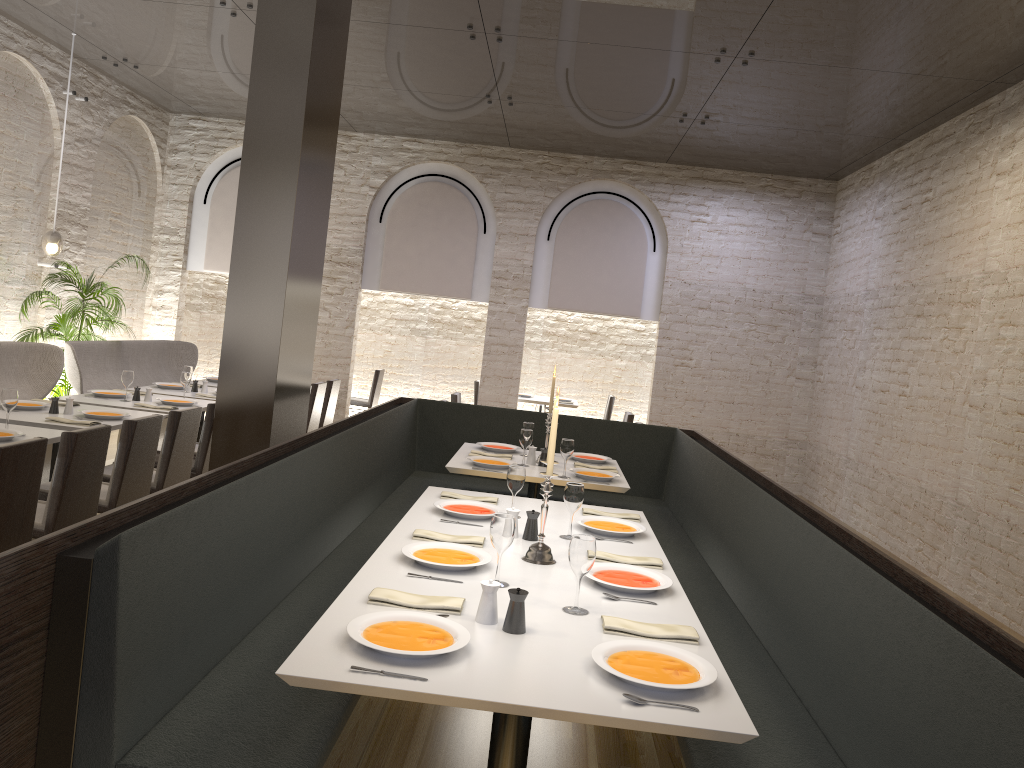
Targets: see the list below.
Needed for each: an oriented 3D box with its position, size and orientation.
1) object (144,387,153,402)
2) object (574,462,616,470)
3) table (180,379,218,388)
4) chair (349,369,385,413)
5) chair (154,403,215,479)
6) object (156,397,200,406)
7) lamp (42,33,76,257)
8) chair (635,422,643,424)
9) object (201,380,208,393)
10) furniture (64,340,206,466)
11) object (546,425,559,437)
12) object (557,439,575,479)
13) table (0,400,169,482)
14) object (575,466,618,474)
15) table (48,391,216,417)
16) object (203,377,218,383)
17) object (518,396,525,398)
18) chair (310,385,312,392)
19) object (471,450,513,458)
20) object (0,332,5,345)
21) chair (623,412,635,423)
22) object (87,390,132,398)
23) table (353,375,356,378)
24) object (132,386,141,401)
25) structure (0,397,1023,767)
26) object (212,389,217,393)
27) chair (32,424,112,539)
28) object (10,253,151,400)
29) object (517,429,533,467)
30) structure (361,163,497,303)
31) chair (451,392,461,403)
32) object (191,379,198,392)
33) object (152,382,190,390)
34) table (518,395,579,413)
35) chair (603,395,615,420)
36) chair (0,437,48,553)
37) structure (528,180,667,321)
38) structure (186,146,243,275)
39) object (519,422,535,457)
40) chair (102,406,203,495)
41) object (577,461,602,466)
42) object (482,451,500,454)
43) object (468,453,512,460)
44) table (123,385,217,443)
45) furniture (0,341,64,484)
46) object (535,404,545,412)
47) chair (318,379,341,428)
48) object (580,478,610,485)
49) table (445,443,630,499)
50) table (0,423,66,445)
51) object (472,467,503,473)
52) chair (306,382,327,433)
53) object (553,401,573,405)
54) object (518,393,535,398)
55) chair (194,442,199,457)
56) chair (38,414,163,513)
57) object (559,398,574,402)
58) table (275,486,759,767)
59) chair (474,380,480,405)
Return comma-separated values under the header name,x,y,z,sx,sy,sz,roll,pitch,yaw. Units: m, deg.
name,x,y,z,sx,sy,sz,roll,pitch,yaw
object,-2.786,0.078,6.794,0.059,0.109,0.059,7,2,38
object,0.548,0.548,5.861,0.273,0.033,0.143,6,3,2
table,-2.775,0.385,9.067,0.936,0.759,1.011,6,2,2
chair,-2.057,0.227,11.903,0.566,0.905,0.412,6,1,2
chair,-2.265,0.543,6.066,0.566,0.905,0.412,6,1,2
object,-2.569,0.141,6.806,0.322,0.036,0.321,9,4,40
lamp,-4.105,-2.179,8.097,0.177,2.039,0.178,6,1,-19
chair,0.865,0.780,7.946,0.566,0.905,0.412,6,1,2
object,-2.737,0.020,7.897,0.059,0.109,0.059,7,2,38
furniture,-3.525,0.156,8.660,0.707,1.096,2.587,6,3,2
object,0.278,0.389,6.257,0.086,0.230,0.086,6,1,-28
object,0.325,0.448,5.325,0.086,0.230,0.086,7,2,38
table,-2.925,0.563,5.709,0.936,0.759,1.011,6,2,2
object,0.541,0.557,5.707,0.273,0.033,0.143,6,3,2
table,-2.875,0.504,6.826,0.936,0.759,1.011,6,2,2
object,-3.002,-0.038,9.072,0.322,0.036,0.321,9,4,40
object,0.126,0.170,11.626,0.185,0.010,0.017,6,3,3
chair,-2.177,0.439,8.030,0.566,0.905,0.412,6,1,2
object,-0.135,0.471,5.897,0.273,0.033,0.143,6,3,2
object,-4.350,-0.223,6.203,1.191,1.973,1.143,8,2,43
chair,0.916,0.720,9.080,0.566,0.905,0.412,6,1,2
object,-3.102,0.081,6.831,0.322,0.036,0.321,9,4,40
table,-2.714,0.225,11.938,0.936,0.759,1.011,6,2,2
object,-2.858,0.073,6.752,0.059,0.109,0.059,7,2,38
structure,-0.018,0.997,1.694,2.372,1.000,10.759,6,3,2
object,-2.519,0.083,7.908,0.322,0.036,0.321,9,4,40
chair,-2.343,0.635,4.317,0.566,0.905,0.412,6,1,2
object,-4.224,-0.352,8.663,1.144,1.973,1.191,6,2,-17
object,0.083,0.404,5.623,0.086,0.230,0.086,7,2,38
structure,-1.001,-1.939,11.129,1.634,1.674,0.098,6,1,2
chair,-0.387,0.573,9.137,0.566,0.905,0.412,6,1,2
object,-2.809,0.014,7.854,0.059,0.109,0.059,7,2,38
object,-3.053,0.022,7.933,0.322,0.036,0.321,9,4,40
table,0.366,0.574,11.804,0.936,0.759,1.011,6,2,2
chair,1.036,0.578,11.769,0.566,0.905,0.412,6,1,2
chair,-2.369,0.665,3.754,0.566,0.905,0.412,6,1,2
structure,1.104,-1.701,11.037,1.634,1.674,0.098,6,1,2
structure,-3.245,-2.194,11.227,1.634,1.674,0.098,6,1,2
object,0.103,0.380,6.077,0.086,0.230,0.086,7,2,38
chair,-2.291,0.574,5.477,0.566,0.905,0.412,6,1,2
object,0.524,0.538,5.996,0.181,0.015,0.038,7,3,4
object,-0.111,0.469,6.029,0.185,0.010,0.017,6,3,3
object,-0.142,0.479,5.743,0.273,0.033,0.143,6,3,2
table,-2.826,0.445,7.928,0.936,0.759,1.011,6,2,2
furniture,-3.690,0.351,4.987,0.709,1.096,4.480,6,3,2
object,0.237,0.295,7.797,0.087,0.230,0.086,7,1,32
chair,-2.126,0.378,9.167,0.566,0.905,0.412,6,1,2
object,0.491,0.578,5.250,0.181,0.015,0.038,7,3,4
table,0.135,0.895,5.823,1.101,0.759,1.189,6,3,2
table,-2.978,0.625,4.539,0.936,0.759,1.011,6,2,2
object,-0.145,0.510,5.255,0.185,0.010,0.017,6,3,3
chair,-2.152,0.409,8.591,0.566,0.905,0.412,6,1,2
object,0.655,0.237,11.424,0.273,0.033,0.143,6,3,2
object,0.139,0.151,11.809,0.322,0.036,0.321,9,4,37
chair,-2.240,0.513,6.622,0.566,0.905,0.412,6,1,2
chair,-2.317,0.604,4.908,0.566,0.905,0.412,6,1,2
object,0.673,0.212,11.784,0.322,0.036,0.321,9,4,37
table,0.020,1.031,3.270,1.100,0.759,2.541,6,3,2
chair,-0.266,0.430,11.826,0.566,0.905,0.412,6,1,2
